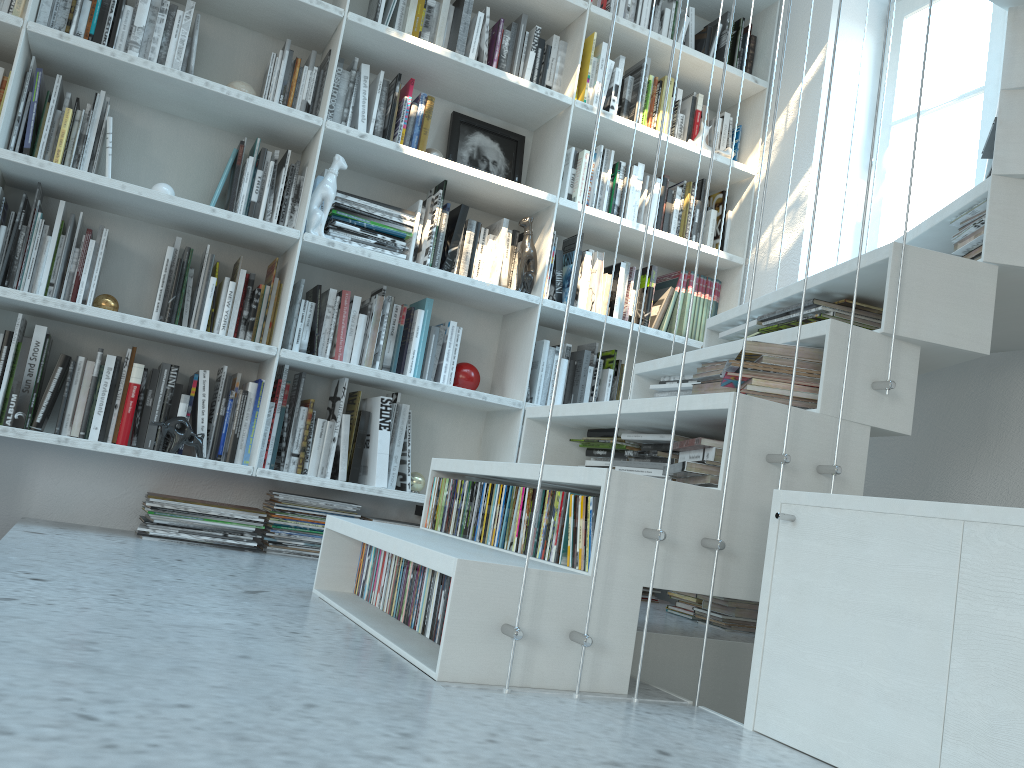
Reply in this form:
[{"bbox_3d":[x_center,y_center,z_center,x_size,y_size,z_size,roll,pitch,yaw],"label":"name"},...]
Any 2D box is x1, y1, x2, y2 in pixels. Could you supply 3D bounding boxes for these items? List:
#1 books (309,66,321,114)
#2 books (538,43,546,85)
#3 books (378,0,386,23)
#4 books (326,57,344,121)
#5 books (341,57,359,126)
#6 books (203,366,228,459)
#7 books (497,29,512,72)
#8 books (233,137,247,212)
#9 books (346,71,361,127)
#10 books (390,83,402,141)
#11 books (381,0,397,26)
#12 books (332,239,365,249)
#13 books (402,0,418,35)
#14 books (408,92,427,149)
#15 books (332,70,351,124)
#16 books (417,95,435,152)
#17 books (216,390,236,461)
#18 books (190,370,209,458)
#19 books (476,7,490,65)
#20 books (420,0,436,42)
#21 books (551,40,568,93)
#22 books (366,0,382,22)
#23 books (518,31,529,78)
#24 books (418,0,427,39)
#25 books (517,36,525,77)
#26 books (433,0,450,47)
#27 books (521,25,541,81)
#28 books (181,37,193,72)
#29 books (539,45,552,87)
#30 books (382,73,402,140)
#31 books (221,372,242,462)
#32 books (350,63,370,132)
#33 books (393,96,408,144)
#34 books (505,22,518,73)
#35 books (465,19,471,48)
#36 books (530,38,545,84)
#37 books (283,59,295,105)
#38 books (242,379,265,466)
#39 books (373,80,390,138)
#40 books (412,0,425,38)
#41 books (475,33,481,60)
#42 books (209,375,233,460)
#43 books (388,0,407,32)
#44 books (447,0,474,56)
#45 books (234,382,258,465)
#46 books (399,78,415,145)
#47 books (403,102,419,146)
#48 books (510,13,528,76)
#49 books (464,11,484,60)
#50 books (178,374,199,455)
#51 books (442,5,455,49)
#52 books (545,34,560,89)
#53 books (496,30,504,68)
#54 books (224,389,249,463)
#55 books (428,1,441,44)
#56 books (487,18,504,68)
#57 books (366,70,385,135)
[{"bbox_3d":[-0.685,-0.931,2.972,0.013,0.220,0.155,13,-8,-24],"label":"books"},{"bbox_3d":[0.069,-1.144,3.340,0.014,0.246,0.142,13,-8,-24],"label":"books"},{"bbox_3d":[-0.474,-1.264,3.081,0.013,0.236,0.142,13,-8,-24],"label":"books"},{"bbox_3d":[-0.626,-0.949,3.008,0.031,0.284,0.137,13,-8,-24],"label":"books"},{"bbox_3d":[-0.575,-0.947,3.026,0.015,0.300,0.140,13,-8,-24],"label":"books"},{"bbox_3d":[-0.942,0.091,2.800,0.013,0.293,0.134,13,-8,-24],"label":"books"},{"bbox_3d":[-0.065,-1.163,3.254,0.031,0.217,0.165,13,-8,-24],"label":"books"},{"bbox_3d":[-0.896,-0.639,2.870,0.016,0.290,0.135,13,-8,-24],"label":"books"},{"bbox_3d":[-0.564,-0.919,3.019,0.011,0.247,0.156,13,-8,-24],"label":"books"},{"bbox_3d":[-0.433,-0.897,3.093,0.020,0.266,0.152,13,-8,-24],"label":"books"},{"bbox_3d":[-0.441,-1.280,3.097,0.052,0.282,0.167,13,-8,-24],"label":"books"},{"bbox_3d":[-0.519,-0.439,3.020,0.254,0.012,0.161,14,-9,-28],"label":"books"},{"bbox_3d":[-0.384,-1.231,3.105,0.025,0.207,0.175,13,-8,-24],"label":"books"},{"bbox_3d":[-0.357,-0.874,3.114,0.021,0.253,0.167,13,-8,-24],"label":"books"},{"bbox_3d":[-0.605,-0.927,3.026,0.030,0.253,0.128,13,-8,-24],"label":"books"},{"bbox_3d":[-0.332,-0.865,3.114,0.026,0.243,0.178,13,-8,-24],"label":"books"},{"bbox_3d":[-0.913,0.133,2.799,0.013,0.219,0.168,13,-8,-24],"label":"books"},{"bbox_3d":[-0.977,0.095,2.773,0.070,0.266,0.186,13,-8,-24],"label":"books"},{"bbox_3d":[-0.126,-1.208,3.246,0.048,0.282,0.162,13,-8,-24],"label":"books"},{"bbox_3d":[-0.330,-1.225,3.144,0.030,0.224,0.158,13,-8,-24],"label":"books"},{"bbox_3d":[0.139,-1.140,3.356,0.031,0.265,0.169,13,-8,-24],"label":"books"},{"bbox_3d":[-0.484,-1.275,3.079,0.012,0.253,0.161,13,-8,-24],"label":"books"},{"bbox_3d":[0.006,-1.162,3.293,0.011,0.248,0.152,13,-8,-24],"label":"books"},{"bbox_3d":[-0.343,-1.265,3.141,0.011,0.296,0.162,13,-8,-24],"label":"books"},{"bbox_3d":[-0.011,-1.164,3.301,0.014,0.249,0.162,13,-8,-24],"label":"books"},{"bbox_3d":[-0.276,-1.246,3.163,0.026,0.287,0.156,13,-8,-24],"label":"books"},{"bbox_3d":[0.032,-1.169,3.296,0.036,0.271,0.177,13,-8,-24],"label":"books"},{"bbox_3d":[-1.049,-0.995,2.825,0.015,0.189,0.103,13,-8,-24],"label":"books"},{"bbox_3d":[0.087,-1.135,3.339,0.022,0.233,0.158,13,-8,-24],"label":"books"},{"bbox_3d":[-0.439,-0.911,3.075,0.012,0.287,0.176,13,-8,-24],"label":"books"},{"bbox_3d":[-0.907,0.106,2.831,0.012,0.282,0.143,13,-8,-24],"label":"books"},{"bbox_3d":[-0.529,-0.931,3.043,0.065,0.288,0.146,13,-8,-24],"label":"books"},{"bbox_3d":[-0.412,-0.865,3.072,0.013,0.206,0.190,13,-8,-24],"label":"books"},{"bbox_3d":[-0.041,-1.180,3.275,0.023,0.263,0.156,13,-8,-24],"label":"books"},{"bbox_3d":[-0.201,-1.193,3.212,0.013,0.220,0.145,13,-8,-24],"label":"books"},{"bbox_3d":[0.056,-1.147,3.314,0.030,0.241,0.162,13,-8,-24],"label":"books"},{"bbox_3d":[-0.765,-0.950,2.955,0.011,0.227,0.131,13,-8,-24],"label":"books"},{"bbox_3d":[-0.836,0.124,2.837,0.025,0.272,0.171,13,-8,-24],"label":"books"},{"bbox_3d":[-0.475,-0.906,3.085,0.043,0.268,0.131,13,-8,-24],"label":"books"},{"bbox_3d":[-0.358,-1.252,3.123,0.026,0.260,0.167,13,-8,-24],"label":"books"},{"bbox_3d":[-0.166,-1.170,3.247,0.027,0.196,0.130,13,-8,-24],"label":"books"},{"bbox_3d":[-0.930,0.108,2.806,0.021,0.264,0.150,13,-8,-24],"label":"books"},{"bbox_3d":[-0.413,-1.256,3.118,0.026,0.250,0.130,13,-8,-24],"label":"books"},{"bbox_3d":[-0.212,-1.227,3.145,0.032,0.265,0.245,13,-8,-24],"label":"books"},{"bbox_3d":[-0.860,0.126,2.826,0.026,0.257,0.157,13,-8,-24],"label":"books"},{"bbox_3d":[-0.398,-0.900,3.092,0.014,0.284,0.175,13,-8,-24],"label":"books"},{"bbox_3d":[-0.385,-0.860,3.101,0.033,0.212,0.153,13,-8,-24],"label":"books"},{"bbox_3d":[-0.013,-1.191,3.274,0.022,0.294,0.181,13,-8,-24],"label":"books"},{"bbox_3d":[-0.168,-1.194,3.195,0.030,0.229,0.187,13,-8,-24],"label":"books"},{"bbox_3d":[-1.015,0.096,2.762,0.012,0.248,0.164,13,-8,-24],"label":"books"},{"bbox_3d":[-0.262,-1.216,3.179,0.025,0.238,0.143,13,-8,-24],"label":"books"},{"bbox_3d":[0.114,-1.154,3.348,0.026,0.283,0.147,13,-8,-24],"label":"books"},{"bbox_3d":[-0.089,-1.166,3.254,0.013,0.216,0.177,13,-8,-24],"label":"books"},{"bbox_3d":[-0.882,0.135,2.808,0.025,0.227,0.176,13,-8,-24],"label":"books"},{"bbox_3d":[-0.311,-1.225,3.169,0.024,0.236,0.146,13,-8,-24],"label":"books"},{"bbox_3d":[-0.092,-1.182,3.234,0.014,0.239,0.189,13,-8,-24],"label":"books"},{"bbox_3d":[-0.495,-0.920,3.065,0.012,0.284,0.159,13,-8,-24],"label":"books"}]
